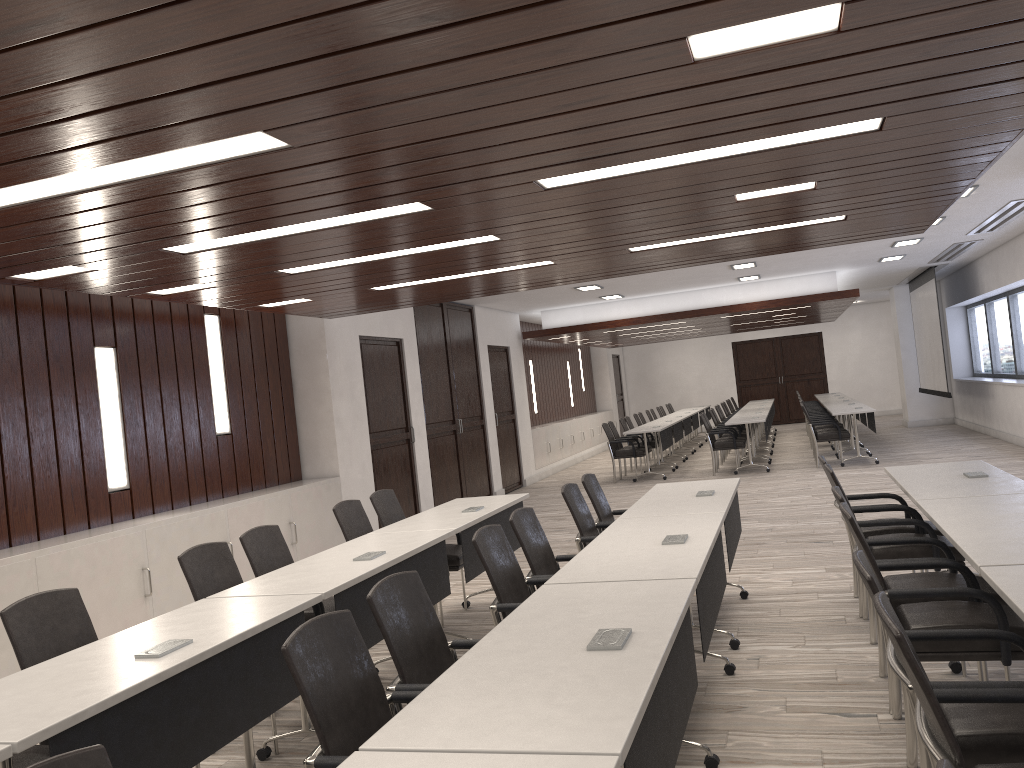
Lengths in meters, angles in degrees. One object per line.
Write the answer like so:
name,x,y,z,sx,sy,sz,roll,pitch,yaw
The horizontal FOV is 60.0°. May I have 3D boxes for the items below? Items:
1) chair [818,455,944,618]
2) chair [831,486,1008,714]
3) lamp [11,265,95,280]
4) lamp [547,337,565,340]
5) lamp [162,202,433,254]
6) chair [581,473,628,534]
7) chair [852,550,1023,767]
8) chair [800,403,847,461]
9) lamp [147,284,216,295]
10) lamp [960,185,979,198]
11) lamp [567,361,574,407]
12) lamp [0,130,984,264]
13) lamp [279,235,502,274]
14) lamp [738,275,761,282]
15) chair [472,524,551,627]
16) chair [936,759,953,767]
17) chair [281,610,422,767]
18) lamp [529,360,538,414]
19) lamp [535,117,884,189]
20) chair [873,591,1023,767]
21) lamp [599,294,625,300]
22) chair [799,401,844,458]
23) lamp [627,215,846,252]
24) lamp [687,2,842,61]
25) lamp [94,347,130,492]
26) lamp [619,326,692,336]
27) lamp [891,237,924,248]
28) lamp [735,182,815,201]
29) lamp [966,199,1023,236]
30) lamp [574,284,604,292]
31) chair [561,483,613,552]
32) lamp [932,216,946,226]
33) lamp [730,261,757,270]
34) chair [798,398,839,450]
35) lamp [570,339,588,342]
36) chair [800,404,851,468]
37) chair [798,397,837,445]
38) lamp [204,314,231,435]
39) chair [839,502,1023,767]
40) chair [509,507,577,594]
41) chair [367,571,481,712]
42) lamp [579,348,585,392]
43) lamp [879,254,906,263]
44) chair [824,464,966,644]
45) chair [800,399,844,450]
chair,2.240,0.877,5.372,0.638,0.939,0.513,-6,-1,17
chair,1.800,0.902,3.920,0.638,0.939,0.513,-6,-1,18
lamp,-2.590,-0.649,4.995,0.464,0.045,0.236,-6,-1,17
lamp,0.844,-0.855,16.027,0.464,0.045,0.236,-6,-1,17
lamp,-1.123,-0.813,4.535,1.496,0.045,0.236,-6,-1,17
chair,0.830,1.035,5.819,0.638,0.939,0.513,-6,-1,16
chair,1.338,0.931,2.468,0.638,0.939,0.513,-6,-1,17
chair,4.790,0.723,13.566,0.638,0.939,0.513,-6,-1,17
lamp,-2.263,-0.669,6.045,0.464,0.045,0.236,-6,-1,17
lamp,4.052,-1.796,8.145,0.324,0.120,0.519,-6,-1,17
lamp,1.287,0.004,20.315,0.094,1.058,0.236,-6,-1,17
lamp,2.782,-1.430,8.447,1.469,0.552,14.295,-7,-1,40
lamp,-0.796,-0.833,5.585,1.496,0.045,0.236,-6,-1,17
lamp,3.623,-1.670,13.565,0.324,0.120,0.519,-6,-1,17
chair,0.210,1.073,3.862,0.638,0.939,0.513,-6,-1,17
chair,0.891,0.957,1.014,0.638,0.939,0.513,-6,-1,16
chair,-0.224,1.098,2.408,0.638,0.939,0.513,-6,-1,16
lamp,0.372,0.059,17.375,0.094,1.058,0.236,-6,-1,17
lamp,0.832,-1.033,3.922,1.496,0.045,0.236,-6,-1,17
chair,1.195,0.939,1.963,0.638,0.939,0.513,-6,-1,17
lamp,1.594,-1.443,14.201,0.324,0.120,0.519,-6,-1,17
chair,5.087,0.706,14.523,0.638,0.939,0.513,-6,-1,18
lamp,1.551,-1.076,6.232,1.496,0.045,0.236,-6,-1,17
lamp,0.727,-1.041,2.572,0.421,0.046,0.236,-6,-1,17
lamp,-2.997,0.262,6.552,0.094,1.058,0.236,-6,-1,17
lamp,2.768,-1.047,17.038,1.496,0.045,0.236,-6,-1,17
lamp,5.042,-1.856,11.327,0.324,0.120,0.519,-6,-1,17
lamp,1.446,-1.084,4.882,0.421,0.046,0.236,-6,-1,17
lamp,3.105,-1.503,5.908,1.499,0.552,12.001,-7,-1,34
lamp,1.086,-1.412,12.567,0.324,0.120,0.519,-6,-1,17
chair,0.671,1.044,5.317,0.638,0.939,0.513,-6,-1,17
lamp,4.560,-1.827,9.779,0.324,0.120,0.519,-6,-1,17
lamp,3.115,-1.640,11.931,0.324,0.120,0.519,-6,-1,17
chair,5.538,0.678,15.967,0.638,0.939,0.513,-6,-1,18
lamp,1.302,-0.883,17.498,0.464,0.045,0.236,-6,-1,17
chair,4.634,0.733,13.067,0.638,0.939,0.513,-6,-1,18
chair,5.695,0.669,16.467,0.638,0.939,0.513,-6,-1,18
lamp,-2.639,-0.079,7.816,0.094,1.058,0.236,-6,-1,17
chair,1.650,0.911,3.419,0.638,0.939,0.513,-6,-1,17
chair,0.367,1.063,4.361,0.638,0.939,0.513,-6,-1,17
chair,-0.084,1.090,2.920,0.638,0.939,0.513,-6,-1,18
lamp,1.645,-0.336,21.580,0.094,1.058,0.236,-6,-1,17
lamp,5.551,-1.886,12.961,0.324,0.120,0.519,-6,-1,17
chair,2.101,0.884,4.870,0.638,0.939,0.513,-6,-1,17
chair,5.258,0.694,15.016,0.638,0.939,0.513,-6,-1,16
